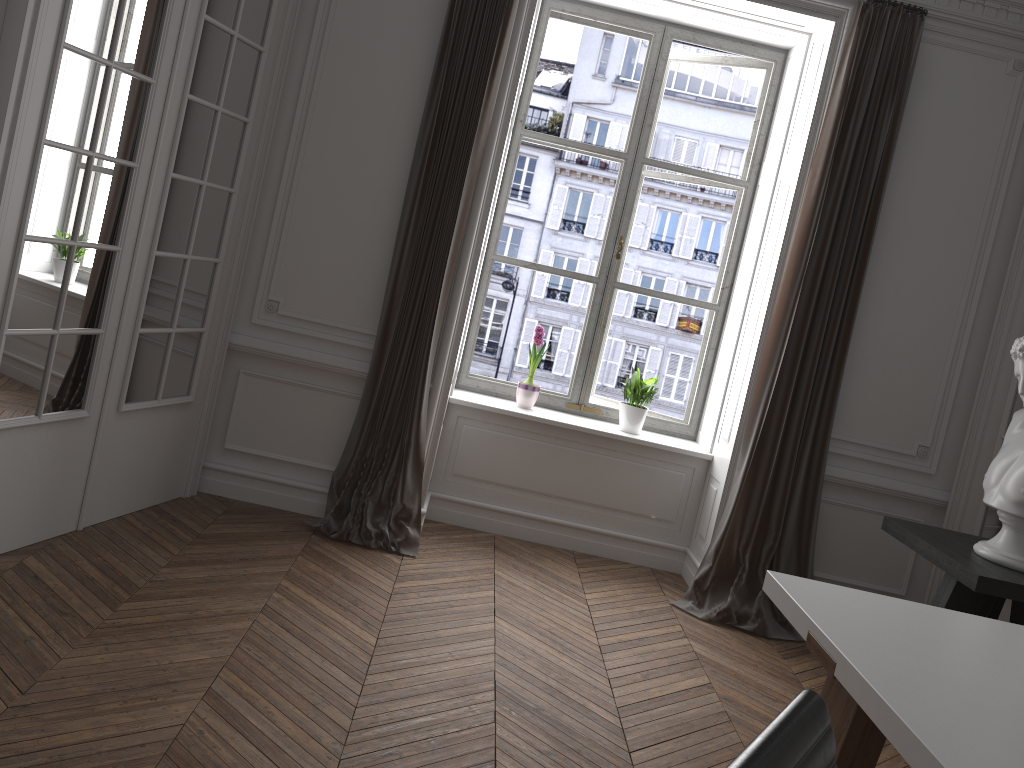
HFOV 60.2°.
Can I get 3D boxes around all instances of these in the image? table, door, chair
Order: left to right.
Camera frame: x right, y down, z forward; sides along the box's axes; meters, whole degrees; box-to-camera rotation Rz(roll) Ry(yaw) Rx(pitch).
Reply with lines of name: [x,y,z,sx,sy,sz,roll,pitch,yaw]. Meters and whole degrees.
door: [-1.496,-0.724,3.574,0.086,2.726,1.565,13,4,13]
chair: [0.439,0.965,0.981,0.672,0.920,0.692,15,5,24]
table: [1.919,1.069,3.505,0.767,0.747,0.772,13,5,-2]
door: [2.597,0.187,3.709,0.085,2.726,1.579,12,4,-18]
table: [1.119,1.170,1.277,0.899,0.745,2.639,13,7,-3]

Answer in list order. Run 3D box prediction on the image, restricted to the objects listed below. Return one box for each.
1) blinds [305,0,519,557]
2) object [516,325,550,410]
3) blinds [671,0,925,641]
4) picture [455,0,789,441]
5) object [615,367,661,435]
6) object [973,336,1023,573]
blinds: [-0.383,-0.764,4.242,0.581,3.092,0.311,13,3,3]
object: [0.121,-0.097,4.992,0.128,0.474,0.131,10,4,-42]
blinds: [1.504,-0.340,4.267,0.776,3.091,0.344,12,3,-8]
picture: [0.886,-0.757,1.395,13.163,4.786,13.351,12,7,-10]
object: [0.708,0.092,4.975,0.213,0.368,0.287,11,5,-24]
object: [2.065,0.256,3.415,0.392,0.921,0.637,13,4,-2]
